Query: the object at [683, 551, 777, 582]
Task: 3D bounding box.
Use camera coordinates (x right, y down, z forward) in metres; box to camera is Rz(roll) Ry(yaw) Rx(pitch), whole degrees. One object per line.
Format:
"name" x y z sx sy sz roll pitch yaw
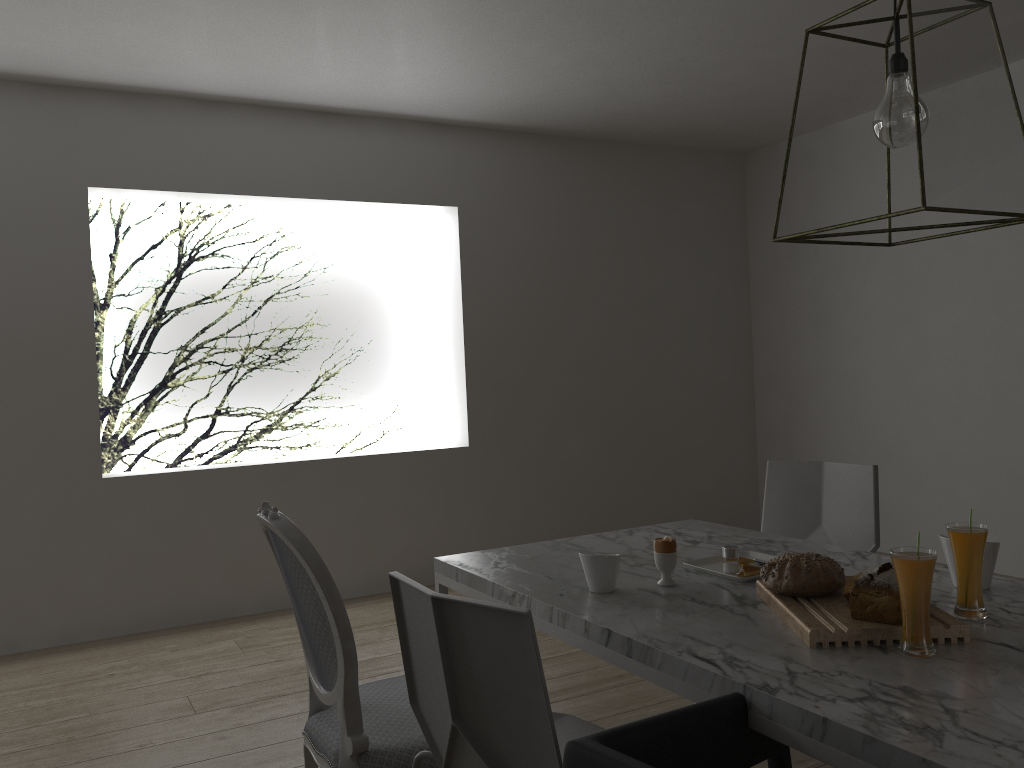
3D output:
"object" 0.537 0.419 2.037 0.212 0.014 0.212 -3 1 -28

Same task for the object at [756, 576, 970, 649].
"object" 0.625 0.412 1.633 0.260 0.031 0.360 -3 1 2

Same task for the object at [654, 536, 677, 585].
"object" 0.334 0.383 1.927 0.050 0.101 0.050 -3 1 -21

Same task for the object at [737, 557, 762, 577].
"object" 0.529 0.416 2.031 0.068 0.014 0.197 -3 1 0

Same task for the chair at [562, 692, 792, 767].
"chair" 0.404 0.733 1.026 0.609 0.597 0.569 -3 1 -38

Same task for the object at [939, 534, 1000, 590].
"object" 0.924 0.359 1.827 0.110 0.105 0.170 -3 1 -8

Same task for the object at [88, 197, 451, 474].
"object" -1.299 1.199 4.541 10.834 8.324 0.001 -3 1 -28

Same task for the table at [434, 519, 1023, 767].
"table" 0.610 0.718 1.760 0.870 0.583 1.781 -3 1 -28

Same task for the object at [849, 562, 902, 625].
"object" 0.632 0.356 1.516 0.086 0.087 0.090 -2 1 39

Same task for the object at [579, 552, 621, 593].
"object" 0.177 0.402 1.924 0.089 0.085 0.138 -3 1 -33

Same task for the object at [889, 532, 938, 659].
"object" 0.637 0.334 1.400 0.071 0.188 0.071 -3 1 -7

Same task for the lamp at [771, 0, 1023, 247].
"lamp" 0.639 -0.812 1.494 0.584 1.108 0.584 -3 1 -13

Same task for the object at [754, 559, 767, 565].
"object" 0.617 0.413 2.037 0.132 0.013 0.032 -2 1 37

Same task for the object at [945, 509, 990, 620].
"object" 0.819 0.323 1.590 0.071 0.188 0.071 -3 1 -7

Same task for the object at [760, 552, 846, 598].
"object" 0.560 0.363 1.715 0.157 0.075 0.151 -3 1 8

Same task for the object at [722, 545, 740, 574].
"object" 0.493 0.395 1.997 0.036 0.060 0.036 -2 1 13

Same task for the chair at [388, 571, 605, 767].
"chair" 0.064 0.669 1.427 0.439 0.745 0.470 -3 1 -38

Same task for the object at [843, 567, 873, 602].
"object" 0.644 0.364 1.607 0.079 0.067 0.074 -2 1 34

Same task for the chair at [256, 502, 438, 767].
"chair" -0.241 0.630 1.811 0.505 0.833 0.480 -3 1 -31

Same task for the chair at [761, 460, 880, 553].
"chair" 0.843 0.621 2.636 0.439 0.745 0.470 -3 1 -43
